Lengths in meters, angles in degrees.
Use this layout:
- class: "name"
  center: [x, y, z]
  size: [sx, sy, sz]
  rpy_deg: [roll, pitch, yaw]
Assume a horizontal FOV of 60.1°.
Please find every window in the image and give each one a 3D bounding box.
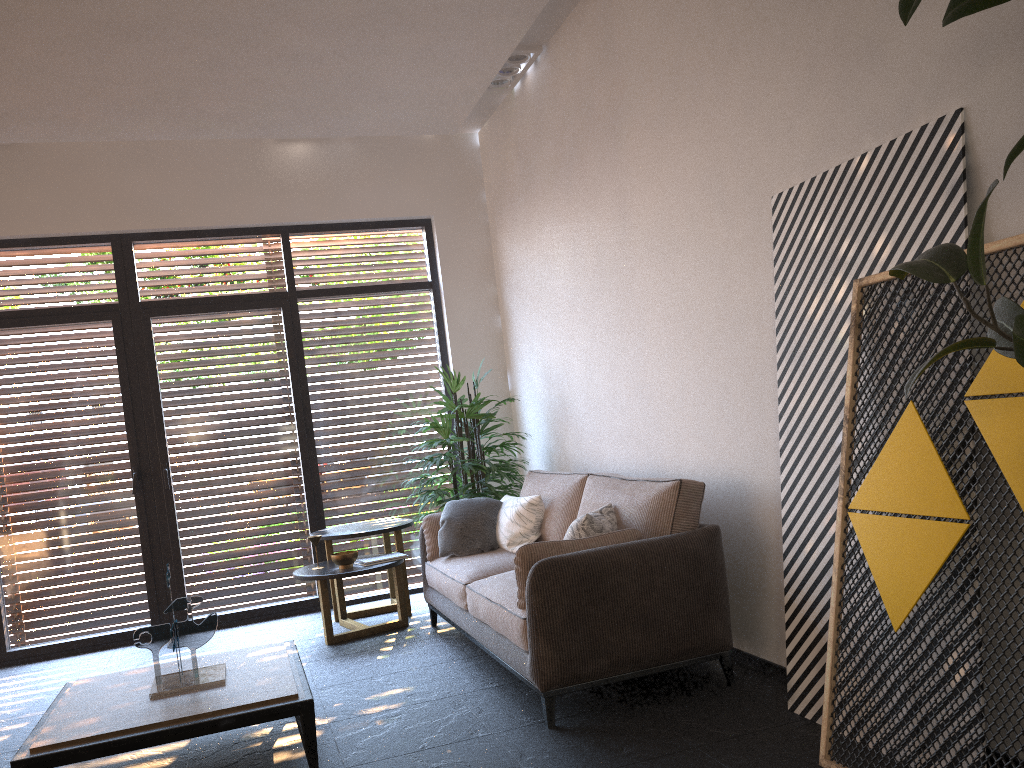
- class: "window"
  center: [-2.675, 0.353, 6.503]
  size: [4.932, 3.031, 0.460]
  rpy_deg: [-7, 1, -18]

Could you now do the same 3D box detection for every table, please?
- class: "table"
  center: [-1.410, 1.442, 3.784]
  size: [1.047, 0.307, 1.118]
  rpy_deg: [-6, -2, -18]

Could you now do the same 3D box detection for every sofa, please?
- class: "sofa"
  center: [0.194, 0.978, 4.787]
  size: [0.991, 0.920, 2.326]
  rpy_deg: [-7, -2, -18]

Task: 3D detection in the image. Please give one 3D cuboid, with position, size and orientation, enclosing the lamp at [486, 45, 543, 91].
- class: "lamp"
  center: [-0.029, -2.069, 5.773]
  size: [0.253, 0.066, 0.646]
  rpy_deg: [-6, -2, -18]

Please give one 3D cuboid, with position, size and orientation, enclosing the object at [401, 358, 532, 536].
- class: "object"
  center: [-0.311, 0.692, 6.338]
  size: [0.916, 1.724, 0.975]
  rpy_deg: [-7, 0, 38]

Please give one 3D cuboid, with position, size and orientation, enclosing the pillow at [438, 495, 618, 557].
- class: "pillow"
  center: [0.040, 0.809, 4.781]
  size: [0.617, 0.343, 1.897]
  rpy_deg: [-7, -2, -18]

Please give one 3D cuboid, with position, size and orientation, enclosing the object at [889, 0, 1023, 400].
- class: "object"
  center: [1.315, -0.437, 1.168]
  size: [0.904, 3.202, 2.018]
  rpy_deg: [-8, 1, -40]

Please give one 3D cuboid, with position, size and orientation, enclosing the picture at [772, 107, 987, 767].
- class: "picture"
  center: [1.206, 0.235, 3.042]
  size: [0.207, 2.020, 0.959]
  rpy_deg: [-7, 1, -18]

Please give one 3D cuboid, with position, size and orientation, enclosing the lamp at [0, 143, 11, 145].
- class: "lamp"
  center: [-3.655, -1.627, 5.767]
  size: [0.643, 0.066, 0.254]
  rpy_deg: [-6, -2, -18]

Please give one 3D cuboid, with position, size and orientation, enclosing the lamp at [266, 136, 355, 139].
- class: "lamp"
  center: [-1.460, -1.869, 6.467]
  size: [0.643, 0.066, 0.254]
  rpy_deg: [-6, -2, -18]

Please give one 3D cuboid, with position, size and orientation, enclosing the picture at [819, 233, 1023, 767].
- class: "picture"
  center: [1.334, 0.405, 2.281]
  size: [0.385, 1.606, 1.500]
  rpy_deg: [-7, 0, -18]
